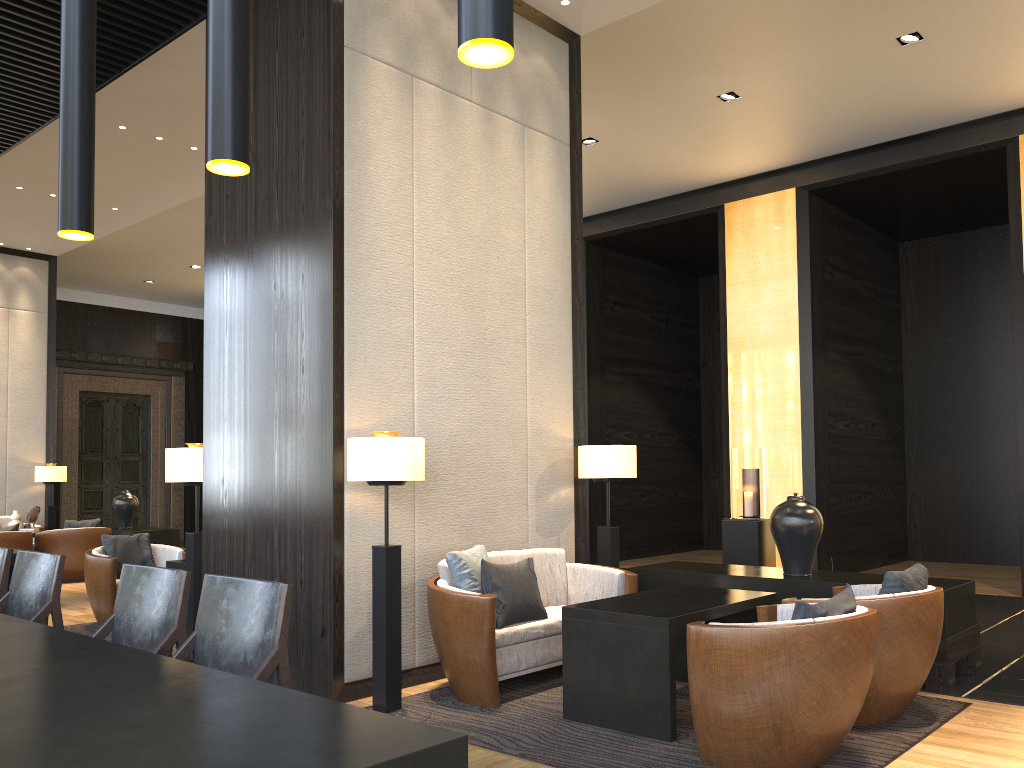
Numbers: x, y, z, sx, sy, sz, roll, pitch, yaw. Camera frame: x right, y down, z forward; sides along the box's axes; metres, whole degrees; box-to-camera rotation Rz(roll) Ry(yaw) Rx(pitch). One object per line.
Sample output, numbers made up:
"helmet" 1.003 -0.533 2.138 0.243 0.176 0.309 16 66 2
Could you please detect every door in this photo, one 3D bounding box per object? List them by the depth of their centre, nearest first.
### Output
"door" -7.087 1.496 15.683 0.052 2.689 1.289 -3 -4 41

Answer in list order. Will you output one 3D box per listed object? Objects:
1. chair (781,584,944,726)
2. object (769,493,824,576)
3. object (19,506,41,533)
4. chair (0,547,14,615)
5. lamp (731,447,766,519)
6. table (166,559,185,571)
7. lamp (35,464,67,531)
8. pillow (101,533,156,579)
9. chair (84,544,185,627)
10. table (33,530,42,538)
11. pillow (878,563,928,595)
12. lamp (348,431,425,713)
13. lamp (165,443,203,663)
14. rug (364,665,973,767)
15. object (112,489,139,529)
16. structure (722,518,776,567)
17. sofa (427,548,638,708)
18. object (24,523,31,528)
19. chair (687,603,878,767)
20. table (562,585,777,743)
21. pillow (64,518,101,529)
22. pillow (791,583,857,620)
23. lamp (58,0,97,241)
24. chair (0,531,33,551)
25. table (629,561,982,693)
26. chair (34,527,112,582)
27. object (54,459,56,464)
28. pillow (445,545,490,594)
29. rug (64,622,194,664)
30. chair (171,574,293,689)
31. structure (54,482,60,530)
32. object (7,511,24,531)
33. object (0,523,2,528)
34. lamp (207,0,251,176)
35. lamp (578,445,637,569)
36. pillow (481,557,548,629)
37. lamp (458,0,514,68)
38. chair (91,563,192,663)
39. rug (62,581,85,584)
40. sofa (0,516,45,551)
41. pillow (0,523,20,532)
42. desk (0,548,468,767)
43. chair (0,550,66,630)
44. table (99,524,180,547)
"chair" 1.690 1.244 4.147 0.607 0.602 0.805 -4 -6 41
"object" 1.716 0.901 5.339 0.311 0.491 0.312 -2 -4 23
"object" -5.666 1.596 10.442 0.174 0.308 0.230 0 -4 -3
"chair" -2.555 1.155 3.969 0.526 0.824 0.564 -4 -5 41
"lamp" 2.473 1.035 9.270 0.337 0.727 0.337 -1 -3 14
"table" -2.024 1.596 6.805 0.576 0.516 1.044 -4 -7 41
"lamp" -6.069 1.724 11.639 0.375 1.347 0.376 0 -3 -1
"pillow" -3.092 1.383 7.131 0.222 0.361 0.399 -4 -5 42
"chair" -3.002 1.590 7.043 0.607 0.602 0.805 -4 -6 41
"table" -5.927 1.993 10.258 0.576 0.516 1.044 -4 -7 41
"pillow" 1.776 1.019 4.078 0.222 0.361 0.399 -4 -5 42
"lamp" -0.612 0.909 4.324 0.375 1.347 0.375 -2 -3 31
"lamp" -1.965 1.047 5.522 0.375 1.347 0.376 0 -3 -19
"rug" 0.730 1.565 4.291 2.245 0.008 2.045 -6 -8 41
"object" -4.881 1.573 11.176 0.312 0.491 0.312 -3 -4 30
"structure" 2.475 1.733 9.241 0.403 0.656 0.403 -4 -5 41
"sofa" 0.099 1.296 4.940 0.604 0.691 1.452 -4 -6 41
"object" -5.767 1.705 10.530 0.091 0.111 0.092 -1 -4 4
"chair" 1.123 1.182 3.507 0.607 0.602 0.805 -4 -6 41
"table" 0.794 1.309 4.311 0.576 0.516 1.044 -4 -7 41
"pillow" -4.828 1.691 9.921 0.222 0.361 0.399 -4 -5 42
"pillow" 1.208 0.961 3.434 0.442 0.337 0.205 4 -5 -41
"lamp" -0.817 -1.478 1.691 0.060 2.413 0.060 -2 -3 36
"chair" -5.482 1.854 9.350 0.607 0.602 0.805 -4 -6 41
"table" 1.685 1.409 5.378 1.963 0.511 0.621 -6 -7 41
"chair" -4.914 1.916 9.990 0.607 0.602 0.805 -4 -6 41
"object" -6.519 1.170 12.483 0.102 0.217 0.162 -2 -4 29
"pillow" -0.199 1.080 4.765 0.201 0.398 0.434 -2 -5 20
"rug" -2.058 1.849 6.757 2.245 0.008 1.962 -6 -8 41
"chair" -0.936 0.990 2.537 0.526 0.824 0.564 -4 -5 41
"structure" -6.530 1.880 12.448 0.240 1.214 0.240 -3 -4 41
"object" -5.852 1.623 10.443 0.174 0.256 0.175 1 -4 -29
"object" -6.037 1.649 10.231 0.245 0.167 0.246 0 -5 -1
"lamp" -0.424 -1.518 1.343 0.060 2.413 0.060 -2 -3 36
"lamp" 0.624 1.059 5.717 0.375 1.315 0.376 0 -3 -5
"pillow" -0.015 1.096 4.737 0.219 0.360 0.473 -3 -5 38
"lamp" -0.039 -1.557 1.002 0.060 2.413 0.060 -2 -3 36
"chair" -1.367 1.034 2.918 0.526 0.824 0.564 -4 -5 41
"rug" -5.908 2.241 10.163 2.245 0.008 2.045 -6 -8 41
"sofa" -6.506 1.968 10.784 0.604 0.691 1.452 -4 -6 41
"pillow" -5.396 1.633 9.278 0.442 0.337 0.205 4 -5 -41
"desk" 0.509 0.822 0.760 28.783 0.757 1.783 -6 -8 41
"chair" -2.125 1.111 3.589 0.526 0.824 0.564 -4 -5 41
"table" -4.985 2.088 11.279 1.963 0.511 0.621 -6 -7 41
